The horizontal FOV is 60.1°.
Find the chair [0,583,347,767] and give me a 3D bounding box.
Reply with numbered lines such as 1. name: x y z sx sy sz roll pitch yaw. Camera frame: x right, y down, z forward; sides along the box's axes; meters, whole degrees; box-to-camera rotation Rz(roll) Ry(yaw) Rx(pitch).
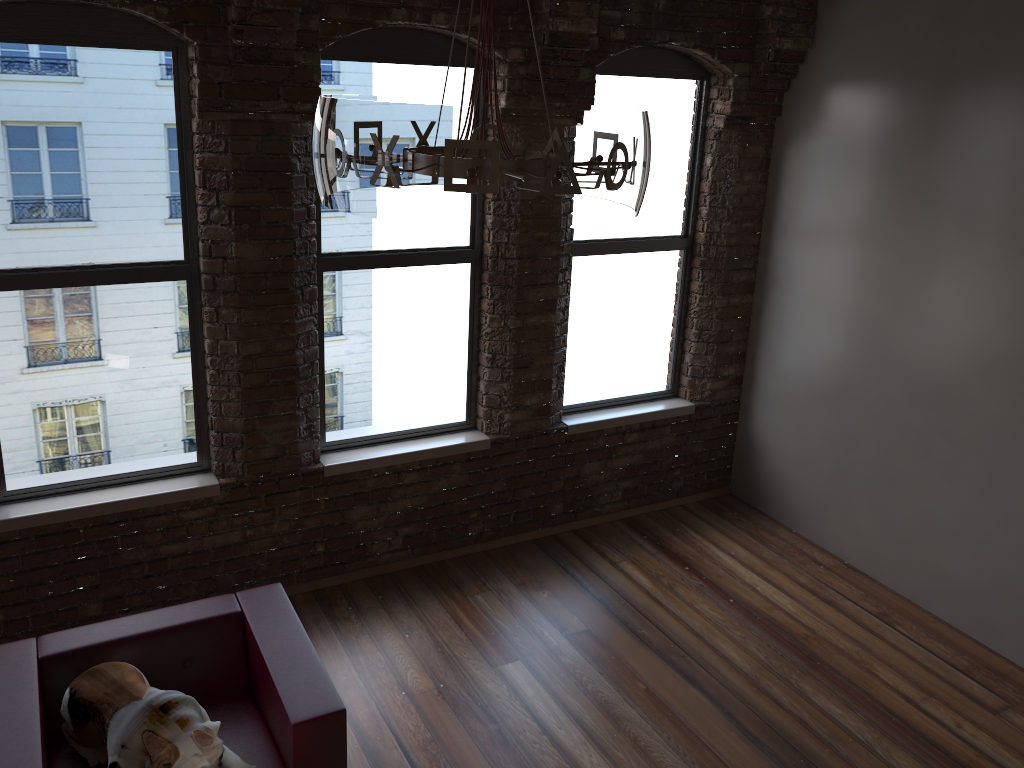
1. chair: -1.230 1.284 3.113 1.073 0.585 0.875 -7 21 -28

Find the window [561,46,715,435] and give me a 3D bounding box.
1. window: 0.740 -0.839 5.218 0.970 2.187 0.238 -7 19 -28

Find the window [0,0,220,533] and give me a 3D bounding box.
1. window: -1.836 -0.491 3.843 0.970 2.187 0.238 -7 19 -28

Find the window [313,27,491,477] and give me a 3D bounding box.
1. window: -0.548 -0.665 4.530 0.970 2.187 0.238 -7 19 -28

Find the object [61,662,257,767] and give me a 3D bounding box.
1. object: -1.220 1.162 2.931 0.758 0.293 0.368 14 21 31

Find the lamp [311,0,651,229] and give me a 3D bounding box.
1. lamp: -0.059 -0.830 2.065 0.810 0.805 0.819 6 18 11
